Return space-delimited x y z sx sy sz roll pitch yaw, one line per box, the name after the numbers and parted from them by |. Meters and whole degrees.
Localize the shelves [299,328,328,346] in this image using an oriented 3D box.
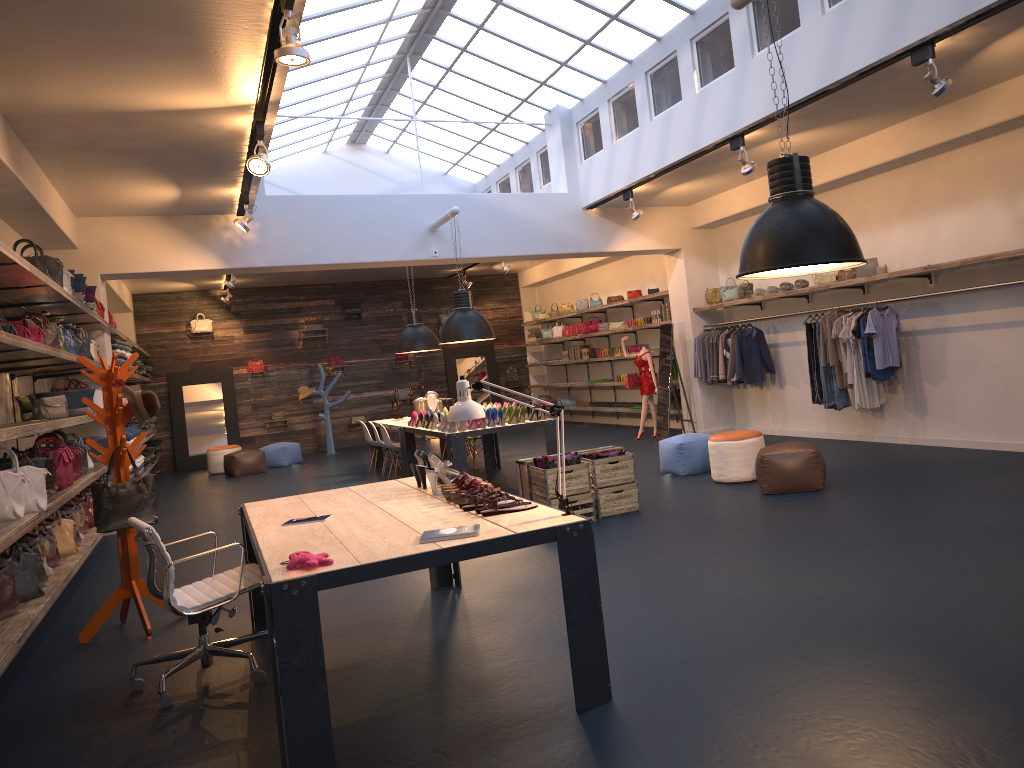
-4.148 -0.980 18.212 0.597 0.317 0.228 -6 0 -25 | shelves

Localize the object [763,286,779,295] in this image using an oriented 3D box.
3.494 -1.263 11.732 0.231 0.125 0.191 -6 0 13 | object

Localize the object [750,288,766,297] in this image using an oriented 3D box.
3.400 -1.259 11.997 0.231 0.125 0.191 -6 0 13 | object

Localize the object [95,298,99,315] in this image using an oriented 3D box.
-4.529 -0.839 9.151 0.213 0.385 0.268 -6 -1 27 | object

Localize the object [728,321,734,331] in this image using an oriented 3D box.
3.177 -0.798 12.519 0.461 0.220 0.009 -6 -1 -26 | object

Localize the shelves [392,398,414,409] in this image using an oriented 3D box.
-2.385 0.428 18.947 0.483 0.184 0.228 -6 0 -25 | shelves

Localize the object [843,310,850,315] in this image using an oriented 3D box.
3.963 -0.826 10.258 0.461 0.220 0.009 -6 -1 -26 | object

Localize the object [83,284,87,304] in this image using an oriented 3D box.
-4.103 -0.782 7.899 0.449 0.236 0.164 -6 0 -29 | object

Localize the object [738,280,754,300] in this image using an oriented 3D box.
3.317 -1.337 12.362 0.251 0.284 0.363 -6 0 -4 | object

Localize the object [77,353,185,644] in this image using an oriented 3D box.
-2.443 0.675 5.438 0.443 1.731 0.447 -6 -1 4 | object

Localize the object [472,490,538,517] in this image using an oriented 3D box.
-0.032 0.534 3.983 0.297 0.091 0.200 -6 1 -24 | object

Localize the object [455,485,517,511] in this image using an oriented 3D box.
-0.123 0.539 4.186 0.298 0.091 0.209 -6 1 -20 | object

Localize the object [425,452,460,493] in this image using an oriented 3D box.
-0.356 0.482 4.899 0.303 0.224 0.109 -6 -1 -34 | object

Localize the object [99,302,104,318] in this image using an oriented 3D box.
-4.586 -0.782 9.428 0.252 0.284 0.307 -6 0 15 | object

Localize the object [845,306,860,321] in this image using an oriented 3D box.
4.016 -0.840 10.112 0.386 0.198 0.013 -6 -1 -26 | object

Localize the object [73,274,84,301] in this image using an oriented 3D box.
-3.824 -0.800 7.283 0.444 0.232 0.166 -6 0 -23 | object

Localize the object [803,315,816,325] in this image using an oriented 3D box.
3.741 -0.839 10.885 0.249 0.177 0.013 -6 -1 -26 | object

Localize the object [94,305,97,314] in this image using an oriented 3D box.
-4.246 -0.832 8.427 0.368 0.335 0.157 -6 -1 -14 | object

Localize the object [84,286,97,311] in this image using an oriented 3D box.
-4.108 -0.786 8.105 0.444 0.236 0.166 -6 0 -23 | object

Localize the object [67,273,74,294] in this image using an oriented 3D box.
-3.752 -0.843 6.942 0.458 0.332 0.178 -6 -1 -28 | object

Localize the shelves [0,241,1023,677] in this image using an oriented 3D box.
-0.694 0.024 11.072 9.220 2.230 15.731 -6 1 -21 | shelves

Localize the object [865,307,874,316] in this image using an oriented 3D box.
4.111 -0.834 9.838 0.461 0.220 0.009 -6 -1 -25 | object

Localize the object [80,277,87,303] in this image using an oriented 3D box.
-3.878 -0.798 7.435 0.450 0.232 0.164 -6 0 -31 | object

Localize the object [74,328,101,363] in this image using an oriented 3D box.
-4.291 -0.373 8.634 0.185 0.386 0.442 -6 0 18 | object

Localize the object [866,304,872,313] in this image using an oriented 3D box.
4.086 -0.832 9.911 0.460 0.220 0.009 -6 -1 -24 | object

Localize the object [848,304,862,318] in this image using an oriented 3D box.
4.029 -0.851 10.072 0.386 0.177 0.013 -6 -1 -26 | object

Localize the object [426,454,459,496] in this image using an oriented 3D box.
-0.333 0.483 4.766 0.303 0.224 0.109 -6 -1 -33 | object

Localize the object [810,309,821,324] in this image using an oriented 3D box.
3.782 -0.841 10.770 0.249 0.177 0.013 -6 -1 -26 | object

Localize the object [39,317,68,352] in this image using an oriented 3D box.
-3.687 -0.369 6.931 0.208 0.339 0.391 -6 0 17 | object

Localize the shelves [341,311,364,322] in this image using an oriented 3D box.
-3.413 -1.444 18.602 0.483 0.179 0.228 -6 0 -25 | shelves

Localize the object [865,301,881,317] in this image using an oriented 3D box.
4.123 -0.852 9.789 0.433 0.179 0.016 -6 -1 -25 | object

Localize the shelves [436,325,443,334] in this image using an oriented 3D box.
-1.444 -1.242 19.528 0.483 0.177 0.228 -6 0 -25 | shelves

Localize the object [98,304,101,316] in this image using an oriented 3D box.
-4.567 -0.811 9.268 0.213 0.331 0.268 -6 0 27 | object

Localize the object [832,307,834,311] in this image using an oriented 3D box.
3.884 -0.843 10.478 0.433 0.179 0.016 -6 -1 -24 | object

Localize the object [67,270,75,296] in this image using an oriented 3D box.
-3.766 -0.807 7.114 0.344 0.245 0.179 -6 0 -5 | object

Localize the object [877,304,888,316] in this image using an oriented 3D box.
4.149 -0.854 9.723 0.433 0.179 0.016 -6 -1 -25 | object

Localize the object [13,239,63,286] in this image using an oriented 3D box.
-3.561 -0.877 6.401 0.459 0.386 0.178 -6 -1 -30 | object

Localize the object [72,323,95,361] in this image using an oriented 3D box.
-4.102 -0.380 8.110 0.185 0.386 0.442 -6 0 18 | object

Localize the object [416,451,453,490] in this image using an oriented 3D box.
-0.411 0.485 5.036 0.298 0.224 0.111 -6 -1 -24 | object

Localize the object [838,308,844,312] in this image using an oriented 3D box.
3.919 -0.845 10.364 0.433 0.179 0.016 -6 -1 -24 | object

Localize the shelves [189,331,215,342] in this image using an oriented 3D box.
-6.155 -0.946 17.251 0.483 0.157 0.228 -6 1 -25 | shelves

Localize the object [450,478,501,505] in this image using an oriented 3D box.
-0.180 0.529 4.354 0.278 0.117 0.093 -6 0 -30 | object

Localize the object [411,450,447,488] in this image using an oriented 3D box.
-0.458 0.487 5.152 0.299 0.224 0.110 -6 -1 -25 | object

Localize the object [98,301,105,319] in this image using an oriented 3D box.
-4.633 -0.798 9.514 0.203 0.311 0.264 -6 0 30 | object

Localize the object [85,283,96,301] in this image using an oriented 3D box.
-4.346 -0.859 8.706 0.316 0.411 0.126 -6 -1 -28 | object

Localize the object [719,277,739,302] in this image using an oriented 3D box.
3.212 -1.379 12.719 0.356 0.367 0.181 -6 -1 12 | object

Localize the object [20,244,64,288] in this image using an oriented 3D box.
-3.640 -0.872 6.566 0.454 0.386 0.180 -6 -1 -24 | object

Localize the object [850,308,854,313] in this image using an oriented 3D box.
3.992 -0.839 10.164 0.322 0.198 0.011 -6 -1 -26 | object

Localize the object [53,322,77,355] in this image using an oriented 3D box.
-3.852 -0.362 7.399 0.208 0.339 0.391 -6 0 17 | object

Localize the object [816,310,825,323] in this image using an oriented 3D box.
3.819 -0.842 10.664 0.249 0.177 0.013 -6 -1 -26 | object

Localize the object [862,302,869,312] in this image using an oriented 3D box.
4.061 -0.841 9.972 0.415 0.198 0.008 -6 -1 -26 | object

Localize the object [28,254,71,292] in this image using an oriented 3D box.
-3.687 -0.845 6.761 0.459 0.331 0.178 -6 -1 -30 | object

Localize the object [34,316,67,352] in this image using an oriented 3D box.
-3.597 -0.365 6.694 0.188 0.323 0.393 -6 0 19 | object
